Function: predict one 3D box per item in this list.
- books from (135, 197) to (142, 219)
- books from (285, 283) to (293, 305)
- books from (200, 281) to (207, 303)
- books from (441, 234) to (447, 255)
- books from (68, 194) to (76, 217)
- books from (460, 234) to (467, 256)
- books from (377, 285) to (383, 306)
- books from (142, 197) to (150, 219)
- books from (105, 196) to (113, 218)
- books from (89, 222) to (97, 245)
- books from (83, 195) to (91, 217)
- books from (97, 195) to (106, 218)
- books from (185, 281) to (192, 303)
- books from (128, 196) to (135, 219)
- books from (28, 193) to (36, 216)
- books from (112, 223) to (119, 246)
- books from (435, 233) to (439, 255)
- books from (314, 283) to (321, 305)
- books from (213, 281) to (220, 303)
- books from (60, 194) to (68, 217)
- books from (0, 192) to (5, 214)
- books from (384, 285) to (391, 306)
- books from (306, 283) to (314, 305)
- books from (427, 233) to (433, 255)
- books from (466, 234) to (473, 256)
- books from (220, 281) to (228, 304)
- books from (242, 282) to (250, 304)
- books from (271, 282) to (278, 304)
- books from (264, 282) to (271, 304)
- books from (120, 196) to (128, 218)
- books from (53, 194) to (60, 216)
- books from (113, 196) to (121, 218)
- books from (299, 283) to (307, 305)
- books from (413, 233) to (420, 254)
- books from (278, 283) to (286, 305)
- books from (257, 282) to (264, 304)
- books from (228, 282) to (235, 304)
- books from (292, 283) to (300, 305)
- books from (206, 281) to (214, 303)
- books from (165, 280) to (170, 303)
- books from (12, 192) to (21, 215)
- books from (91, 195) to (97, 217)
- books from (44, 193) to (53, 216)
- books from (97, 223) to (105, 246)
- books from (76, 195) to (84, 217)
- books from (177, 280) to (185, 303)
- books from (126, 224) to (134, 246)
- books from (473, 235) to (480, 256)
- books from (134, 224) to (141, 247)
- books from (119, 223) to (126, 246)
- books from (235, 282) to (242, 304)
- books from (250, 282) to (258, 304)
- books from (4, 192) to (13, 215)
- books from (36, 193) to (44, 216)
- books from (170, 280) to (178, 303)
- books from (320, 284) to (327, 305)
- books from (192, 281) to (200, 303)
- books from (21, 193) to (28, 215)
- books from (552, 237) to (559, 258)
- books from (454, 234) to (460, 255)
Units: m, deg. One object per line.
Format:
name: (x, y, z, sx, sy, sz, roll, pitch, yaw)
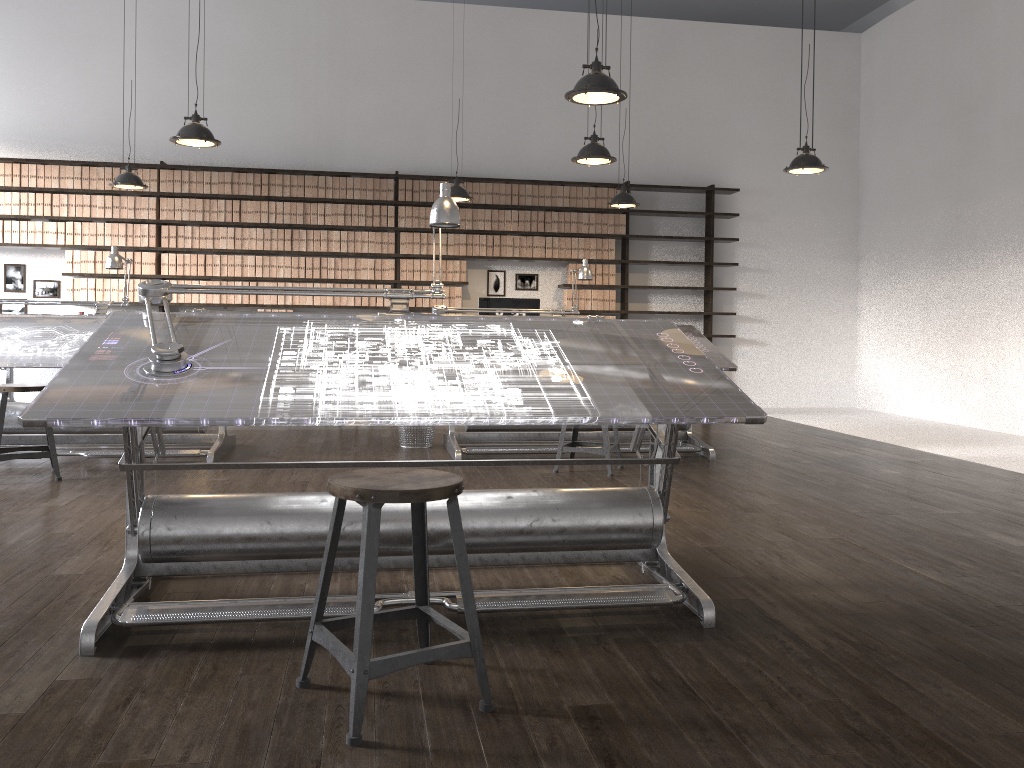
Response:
books: (-3.701, -1.741, 8.827, 0.067, 0.225, 0.175, 1, 2, -9)
books: (-2.280, -0.921, 9.074, 0.067, 0.225, 0.174, 1, 2, -10)
books: (-3.102, -0.924, 8.937, 0.067, 0.225, 0.175, 1, 2, -10)
books: (-0.724, -1.462, 9.324, 0.067, 0.225, 0.175, 1, 2, -10)
books: (-4.310, -1.743, 8.727, 0.067, 0.225, 0.174, 1, 2, -10)
books: (-0.524, -1.461, 9.356, 0.067, 0.225, 0.175, 1, 2, -10)
books: (-1.376, -0.918, 9.223, 0.067, 0.225, 0.175, 1, 2, -9)
books: (-3.638, -1.741, 8.836, 0.067, 0.225, 0.175, 1, 2, -9)
books: (-3.973, -1.742, 8.778, 0.067, 0.225, 0.175, 1, 2, -9)
books: (-4.119, -1.475, 8.761, 0.067, 0.225, 0.175, 1, 2, -10)
books: (-4.172, -1.742, 8.744, 0.067, 0.225, 0.175, 1, 2, -9)
books: (-4.045, -1.742, 8.768, 0.067, 0.225, 0.175, 1, 2, -10)
books: (-3.243, -0.924, 8.916, 0.067, 0.225, 0.175, 1, 2, -10)
books: (-3.766, -1.741, 8.811, 0.067, 0.225, 0.175, 1, 2, -10)
books: (-4.671, -1.744, 8.664, 0.067, 0.225, 0.175, 1, 2, -10)
books: (-3.916, -1.474, 8.795, 0.067, 0.225, 0.175, 1, 2, -10)
books: (-0.794, -1.463, 9.316, 0.067, 0.225, 0.175, 1, 2, -9)
books: (-2.002, -0.920, 9.120, 0.067, 0.225, 0.175, 1, 2, -9)
books: (-2.973, -0.923, 8.955, 0.067, 0.225, 0.175, 1, 2, -9)
books: (-4.379, -1.743, 8.711, 0.067, 0.225, 0.174, 1, 2, -9)
books: (-4.946, -1.746, 8.622, 0.067, 0.225, 0.174, 1, 2, -9)
books: (-1.299, -0.918, 9.238, 0.067, 0.225, 0.175, 1, 2, -10)
books: (-2.073, -0.920, 9.107, 0.067, 0.225, 0.175, 1, 2, -10)
books: (-0.863, -1.463, 9.306, 0.067, 0.225, 0.174, 1, 2, -9)
books: (-0.459, -1.462, 9.373, 0.067, 0.225, 0.175, 1, 2, -9)
books: (-2.908, -0.923, 8.972, 0.067, 0.225, 0.175, 1, 2, -10)
books: (-2.698, -0.923, 9.008, 0.067, 0.225, 0.175, 1, 2, -9)
books: (-2.423, -0.921, 9.047, 0.067, 0.225, 0.175, 1, 2, -9)
books: (-2.486, -0.922, 9.041, 0.067, 0.225, 0.175, 1, 2, -10)
books: (-3.836, -1.742, 8.807, 0.067, 0.225, 0.174, 1, 2, -10)
books: (-4.450, -1.744, 8.704, 0.067, 0.225, 0.175, 1, 2, -9)
books: (-3.904, -1.742, 8.793, 0.067, 0.225, 0.175, 1, 2, -10)
books: (-2.143, -0.921, 9.099, 0.067, 0.225, 0.175, 1, 2, -9)
books: (-1.002, -1.463, 9.276, 0.067, 0.225, 0.175, 1, 2, -10)
books: (-2.351, -0.921, 9.059, 0.067, 0.225, 0.175, 1, 2, -10)
books: (-2.551, -0.922, 9.032, 0.067, 0.225, 0.175, 1, 2, -9)
books: (-2.838, -0.923, 8.984, 0.067, 0.225, 0.174, 1, 2, -10)
books: (-2.212, -0.921, 9.089, 0.067, 0.225, 0.174, 1, 2, -9)
books: (-3.040, -0.924, 8.949, 0.067, 0.225, 0.175, 1, 2, -10)
books: (-3.451, -0.925, 8.875, 0.067, 0.225, 0.175, 1, 2, -9)
books: (-4.804, -1.745, 8.638, 0.067, 0.225, 0.175, 1, 2, -10)
books: (-4.107, -1.743, 8.759, 0.067, 0.225, 0.175, 1, 2, -10)
books: (-4.523, -1.744, 8.686, 0.067, 0.225, 0.175, 1, 2, -10)
books: (-4.049, -1.474, 8.769, 0.067, 0.225, 0.175, 1, 2, -9)
books: (-4.240, -1.743, 8.738, 0.067, 0.225, 0.175, 1, 2, -10)
books: (-3.312, -0.925, 8.906, 0.067, 0.225, 0.174, 1, 2, -10)
books: (-3.784, -1.474, 8.818, 0.067, 0.225, 0.175, 1, 2, -10)
books: (-0.389, -1.461, 9.385, 0.067, 0.225, 0.174, 1, 2, -9)
books: (-3.714, -1.474, 8.830, 0.067, 0.225, 0.174, 1, 2, -10)
books: (-3.850, -1.474, 8.801, 0.067, 0.225, 0.175, 1, 2, -9)
books: (-2.767, -0.923, 8.992, 0.067, 0.225, 0.174, 1, 2, -9)
books: (-2.623, -0.922, 9.015, 0.067, 0.225, 0.175, 1, 2, -10)
books: (-4.876, -1.745, 8.629, 0.067, 0.225, 0.174, 1, 2, -10)
books: (-4.597, -1.744, 8.679, 0.067, 0.225, 0.175, 1, 2, -9)
books: (-3.380, -0.925, 8.891, 0.067, 0.225, 0.174, 1, 2, -9)
books: (-1.940, -0.920, 9.132, 0.067, 0.225, 0.175, 1, 2, -9)
books: (-3.173, -0.924, 8.923, 0.067, 0.225, 0.175, 1, 2, -9)
books: (-4.733, -1.744, 8.650, 0.067, 0.225, 0.175, 1, 2, -9)
books: (0.451, -1.458, 9.522, 0.067, 0.225, 0.174, 1, 2, -9)
books: (-0.591, -1.462, 9.350, 0.067, 0.225, 0.175, 1, 2, -9)
